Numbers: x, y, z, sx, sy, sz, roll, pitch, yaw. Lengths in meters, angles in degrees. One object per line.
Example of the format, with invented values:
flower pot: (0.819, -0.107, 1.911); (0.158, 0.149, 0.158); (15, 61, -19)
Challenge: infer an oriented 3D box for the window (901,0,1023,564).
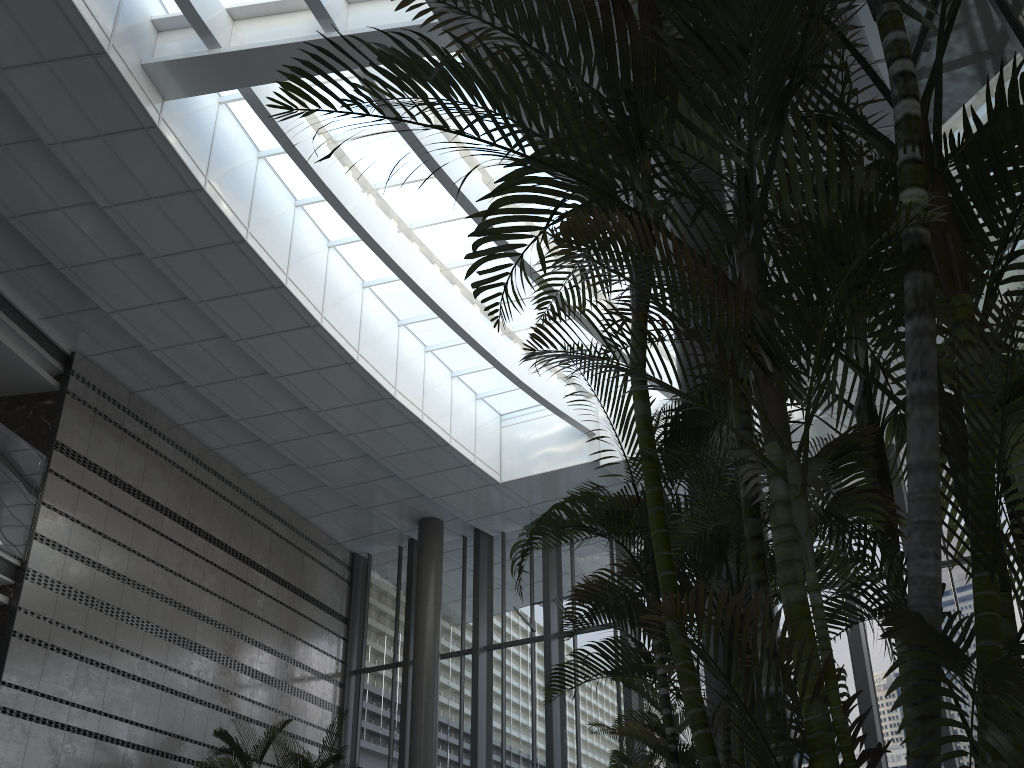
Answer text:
window: (5.125, 0.541, 5.531); (4.242, 7.146, 17.126); (-12, -34, 21)

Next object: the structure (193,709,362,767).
structure: (-3.146, 6.633, 11.574); (2.560, 4.155, 2.695); (-15, -31, 27)

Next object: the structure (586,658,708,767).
structure: (1.240, 3.533, 6.236); (1.406, 3.087, 1.366); (-5, -26, 9)

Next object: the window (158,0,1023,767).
window: (-1.942, 1.019, 7.601); (13.956, 8.986, 20.348); (-22, -38, 31)

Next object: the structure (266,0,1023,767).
structure: (0.625, 0.043, 2.033); (2.430, 4.155, 2.836); (-3, -27, 5)

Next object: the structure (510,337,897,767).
structure: (0.880, 1.558, 3.535); (1.642, 3.326, 2.293); (-4, -27, 8)
